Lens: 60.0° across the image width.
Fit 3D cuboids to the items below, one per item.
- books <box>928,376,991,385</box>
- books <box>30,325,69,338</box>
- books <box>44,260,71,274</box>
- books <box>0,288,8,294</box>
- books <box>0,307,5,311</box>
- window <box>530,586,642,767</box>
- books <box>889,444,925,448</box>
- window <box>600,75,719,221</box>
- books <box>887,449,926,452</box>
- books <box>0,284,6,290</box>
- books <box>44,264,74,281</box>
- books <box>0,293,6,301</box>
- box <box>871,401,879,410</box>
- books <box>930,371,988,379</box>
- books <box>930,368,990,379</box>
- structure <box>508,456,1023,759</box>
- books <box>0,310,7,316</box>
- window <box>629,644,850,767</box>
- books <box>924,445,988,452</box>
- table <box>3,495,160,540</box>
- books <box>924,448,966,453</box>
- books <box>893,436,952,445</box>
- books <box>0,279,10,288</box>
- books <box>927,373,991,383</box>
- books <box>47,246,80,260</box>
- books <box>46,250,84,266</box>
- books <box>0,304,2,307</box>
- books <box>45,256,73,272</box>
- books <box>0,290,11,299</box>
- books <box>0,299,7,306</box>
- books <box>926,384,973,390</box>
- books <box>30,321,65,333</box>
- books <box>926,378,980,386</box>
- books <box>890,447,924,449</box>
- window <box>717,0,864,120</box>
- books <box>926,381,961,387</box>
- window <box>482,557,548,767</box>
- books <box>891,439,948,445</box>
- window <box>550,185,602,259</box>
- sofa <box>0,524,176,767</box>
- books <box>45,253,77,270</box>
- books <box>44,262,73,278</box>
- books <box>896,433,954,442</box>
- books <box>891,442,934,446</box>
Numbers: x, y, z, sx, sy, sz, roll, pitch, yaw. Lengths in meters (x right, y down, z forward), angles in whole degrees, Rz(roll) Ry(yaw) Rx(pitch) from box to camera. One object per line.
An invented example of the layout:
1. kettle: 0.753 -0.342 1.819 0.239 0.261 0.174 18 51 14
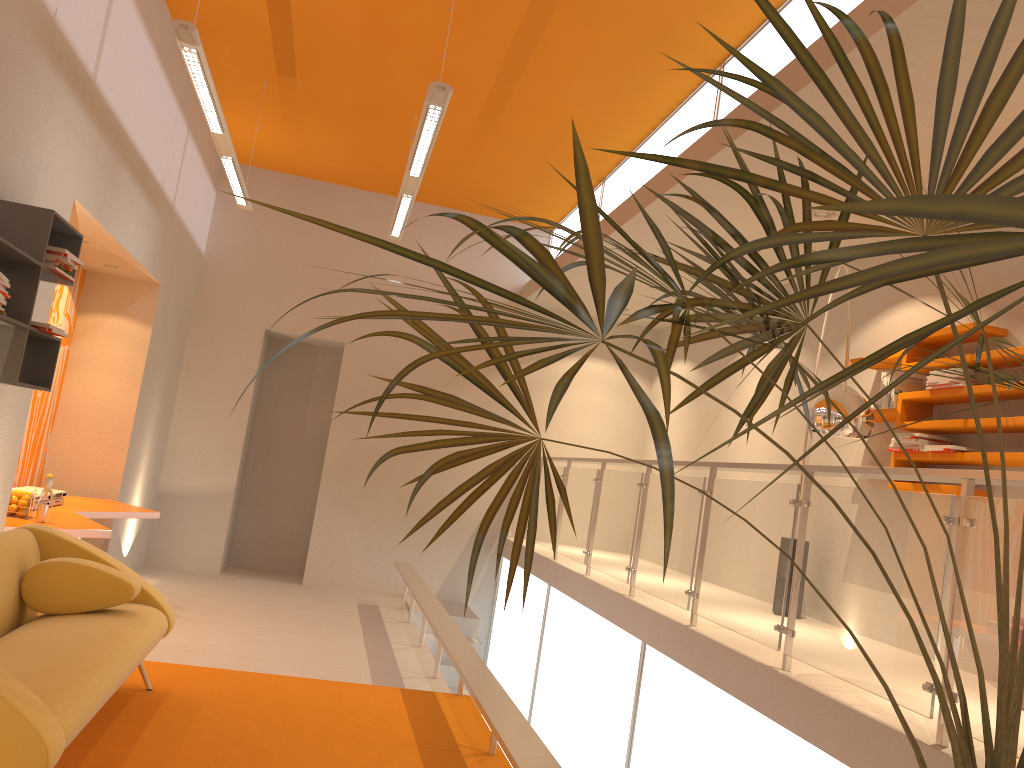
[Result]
1. books: 2.494 -0.009 4.947 0.254 0.015 0.190 10 -6 -9
2. books: -2.224 -0.256 4.116 0.254 0.015 0.190 9 -6 -4
3. books: -2.193 -0.556 4.150 0.190 0.015 0.254 11 -6 -15
4. books: -2.100 -0.392 3.447 0.190 0.011 0.268 10 -6 -14
5. books: -2.111 -0.322 3.439 0.190 0.011 0.268 10 -6 -14
6. window: 0.281 3.506 6.338 0.006 3.760 2.311 10 -6 -11
7. books: 2.368 0.376 5.174 0.190 0.015 0.254 11 -6 -15
8. window: 1.070 -1.645 6.979 0.006 0.660 2.494 10 -6 -11
9. books: 2.367 0.400 5.158 0.210 0.013 0.297 10 -6 -11
10. books: -2.094 -0.405 3.439 0.190 0.015 0.254 11 -6 -20
11. books: -2.194 -0.532 4.134 0.210 0.013 0.297 10 -6 -11
12. books: -2.113 -0.367 3.443 0.230 0.017 0.226 11 -6 -21
13. box: 2.321 0.150 5.605 0.232 0.047 0.232 10 -6 -11
14. books: 2.500 -0.038 4.968 0.190 0.015 0.254 9 -6 -4
15. books: 2.516 -0.052 4.968 0.230 0.017 0.227 10 -6 -11
16. structure: 1.219 0.850 4.402 0.195 0.900 11.050 10 -6 -11
17. books: -2.114 -0.310 3.442 0.210 0.013 0.297 11 -6 -16
18. window: 0.857 2.172 0.817 0.481 5.399 8.922 9 -6 1
19. books: 2.440 0.363 4.869 0.226 0.017 0.230 10 -6 -11
20. table: -3.098 1.230 5.988 0.969 0.760 2.573 10 -6 -11
21. books: 2.440 0.380 4.881 0.254 0.015 0.190 9 -6 -4
22. books: 2.392 0.331 5.170 0.254 0.015 0.190 9 -6 -4
23. books: -2.091 -0.419 3.449 0.190 0.015 0.254 10 -6 -14
24. books: 2.497 -0.023 4.962 0.227 0.017 0.230 11 -6 -16
25. books: -2.168 -0.618 4.134 0.226 0.017 0.230 10 -6 -11
26. books: -2.169 -0.601 4.145 0.254 0.015 0.190 9 -6 -4
27. books: -2.105 -0.335 3.432 0.190 0.015 0.254 11 -6 -20
28. books: -2.192 -0.572 4.143 0.190 0.015 0.254 10 -6 -9
29. books: -2.103 -0.380 3.449 0.210 0.013 0.297 11 -6 -16
30. books: -2.102 -0.349 3.441 0.190 0.015 0.254 10 -6 -14
31. books: 2.496 0.032 4.942 0.210 0.013 0.297 10 -6 -11
32. books: -2.224 -0.274 4.104 0.226 0.017 0.230 10 -6 -11
33. books: 2.484 0.005 4.946 0.254 0.015 0.190 11 -6 -15
34. books: 2.369 0.388 5.163 0.190 0.011 0.268 10 -6 -9
35. window: 1.559 -1.820 4.629 0.006 0.660 2.241 10 -6 -11
36. books: 2.491 0.020 4.948 0.268 0.011 0.190 10 -6 -9
37. window: -0.174 3.668 8.519 0.006 3.760 2.078 10 -6 -11
38. books: 2.384 0.346 5.169 0.230 0.017 0.227 11 -6 -16
39. window: 0.615 -1.483 9.161 0.006 0.660 1.894 10 -6 -11
40. sofa: -1.914 1.001 3.350 0.929 0.706 2.081 10 -6 -11
41. books: -2.176 -0.586 4.144 0.230 0.017 0.226 11 -6 -16
42. books: -2.192 -0.543 4.139 0.190 0.011 0.268 10 -6 -9
43. books: 2.393 0.313 5.158 0.226 0.017 0.230 10 -6 -11
44. books: 2.369 0.360 5.168 0.190 0.015 0.254 10 -6 -9
